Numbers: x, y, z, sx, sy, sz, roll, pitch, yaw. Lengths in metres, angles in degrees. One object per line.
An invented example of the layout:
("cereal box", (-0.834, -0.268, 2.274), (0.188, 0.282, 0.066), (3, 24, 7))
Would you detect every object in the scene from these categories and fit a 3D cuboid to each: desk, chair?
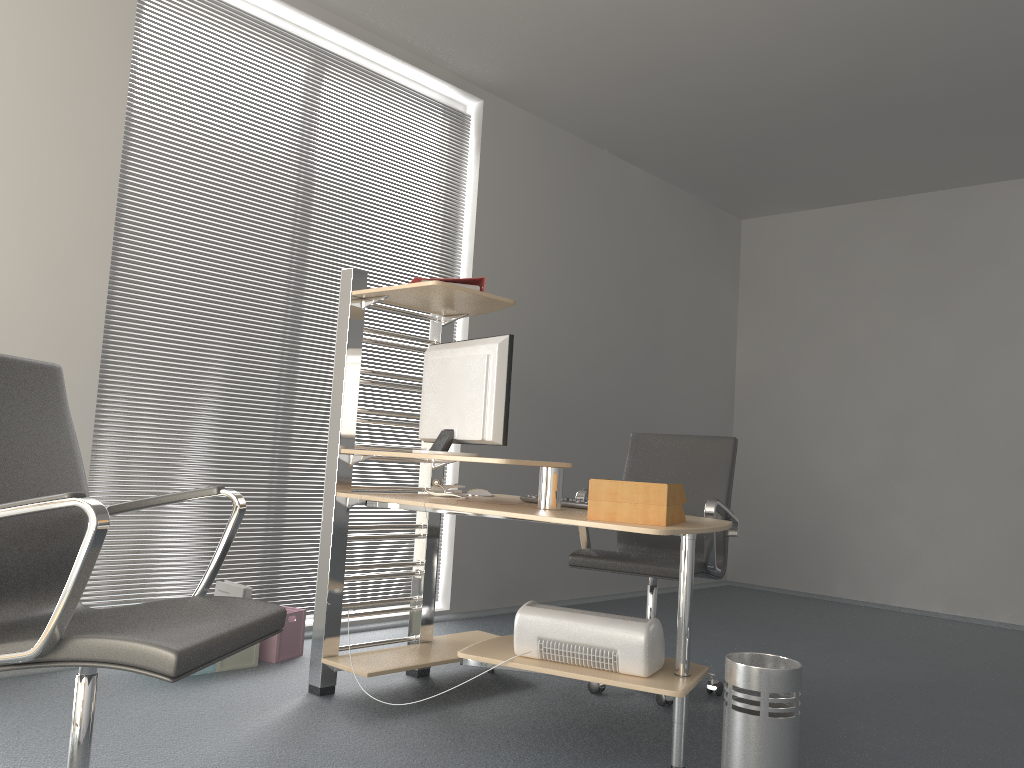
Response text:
("desk", (0.167, 0.387, 3.152), (1.469, 1.566, 0.967), (-1, -7, 42))
("chair", (-0.848, 0.466, 1.768), (0.652, 1.048, 0.584), (3, -5, 8))
("chair", (0.589, 0.716, 3.656), (0.584, 1.048, 0.652), (1, -6, 29))

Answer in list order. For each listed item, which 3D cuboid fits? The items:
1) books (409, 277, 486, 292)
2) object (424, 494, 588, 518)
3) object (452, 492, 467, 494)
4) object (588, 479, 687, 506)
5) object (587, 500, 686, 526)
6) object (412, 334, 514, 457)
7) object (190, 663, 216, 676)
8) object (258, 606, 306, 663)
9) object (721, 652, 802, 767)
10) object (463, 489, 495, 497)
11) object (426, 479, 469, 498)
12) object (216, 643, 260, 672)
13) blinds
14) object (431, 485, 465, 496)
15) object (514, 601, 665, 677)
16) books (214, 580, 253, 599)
("books", (-0.266, -0.356, 3.359), (0.262, 0.072, 0.320), (5, -5, -15))
("object", (0.046, 0.436, 3.095), (0.814, 0.082, 0.478), (8, -6, -40))
("object", (-0.199, 0.456, 3.716), (0.011, 0.011, 0.158), (0, -6, 39))
("object", (0.380, 0.319, 2.636), (0.225, 0.060, 0.309), (2, -5, 21))
("object", (0.376, 0.375, 2.631), (0.225, 0.060, 0.309), (2, -5, 21))
("object", (-0.220, 0.044, 3.156), (0.245, 0.418, 0.516), (6, -5, -26))
("object", (-1.292, 1.016, 3.451), (0.245, 0.202, 0.185), (-1, -7, 42))
("object", (-1.038, 1.059, 3.772), (0.245, 0.202, 0.185), (1, -5, 24))
("object", (0.700, 0.969, 2.495), (0.208, 0.377, 0.208), (4, -5, -4))
("object", (-0.135, 0.448, 3.663), (0.132, 0.026, 0.132), (-1, -7, 42))
("object", (-0.247, 0.400, 3.403), (0.159, 0.064, 0.054), (3, -5, 9))
("object", (-1.168, 1.035, 3.588), (0.245, 0.202, 0.185), (-1, -7, 42))
("blinds", (-0.978, -0.284, 4.280), (0.022, 2.770, 1.950), (-1, -7, 42))
("object", (-0.253, 0.419, 3.507), (0.134, 0.042, 0.022), (4, -5, -6))
("object", (0.272, 0.785, 2.806), (0.438, 0.162, 0.351), (1, -5, 26))
("books", (-1.154, 0.966, 3.604), (0.220, 0.306, 0.068), (-1, -7, 42))
